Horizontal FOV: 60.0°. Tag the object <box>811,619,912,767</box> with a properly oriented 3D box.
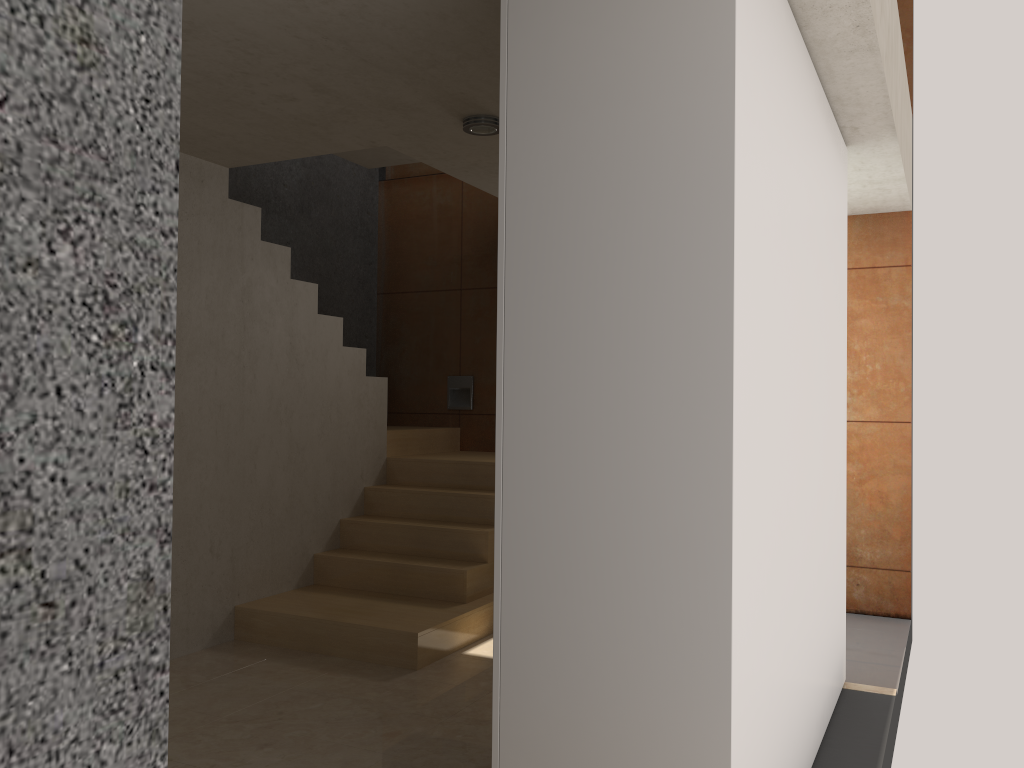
[{"bbox_3d":[-0.710,0.824,3.795,4.200,1.455,6.200,0,-1,26],"label":"object"}]

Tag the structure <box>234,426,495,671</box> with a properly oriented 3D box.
[{"bbox_3d":[-0.784,0.866,5.729,1.950,1.110,2.400,0,-1,26],"label":"structure"}]

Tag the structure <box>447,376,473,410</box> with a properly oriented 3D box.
[{"bbox_3d":[-0.386,0.069,6.924,0.220,0.260,0.096,0,-1,26],"label":"structure"}]

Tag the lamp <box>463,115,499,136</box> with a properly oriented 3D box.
[{"bbox_3d":[-0.126,-1.123,3.850,0.173,0.044,0.173,1,-1,-29],"label":"lamp"}]
